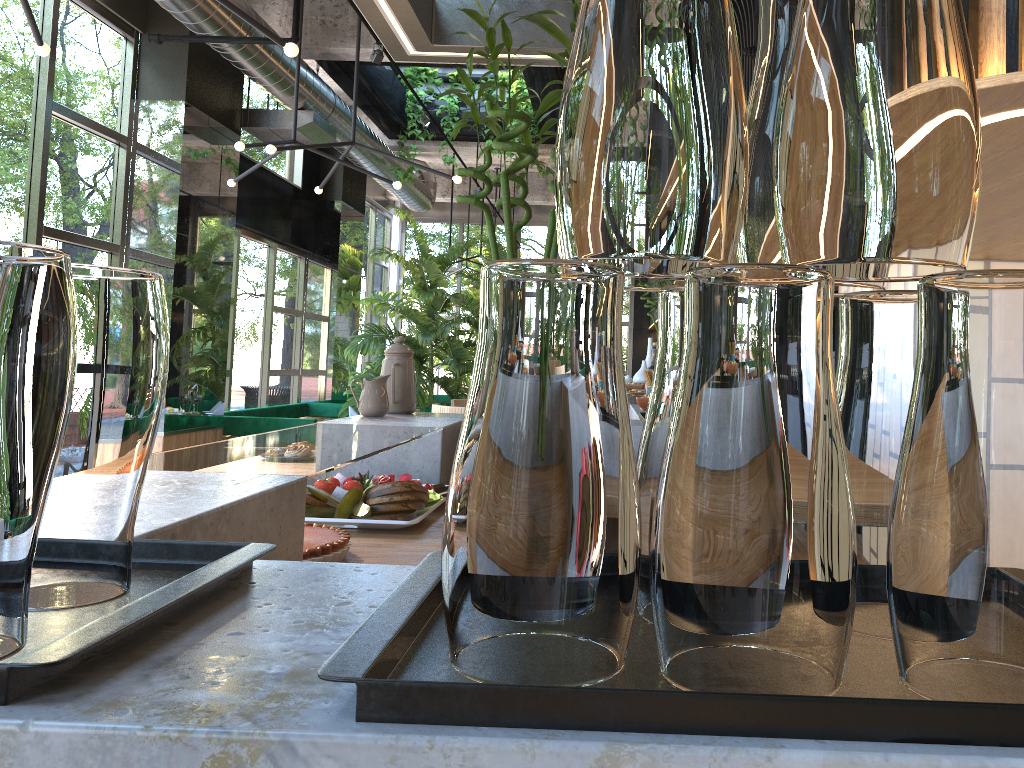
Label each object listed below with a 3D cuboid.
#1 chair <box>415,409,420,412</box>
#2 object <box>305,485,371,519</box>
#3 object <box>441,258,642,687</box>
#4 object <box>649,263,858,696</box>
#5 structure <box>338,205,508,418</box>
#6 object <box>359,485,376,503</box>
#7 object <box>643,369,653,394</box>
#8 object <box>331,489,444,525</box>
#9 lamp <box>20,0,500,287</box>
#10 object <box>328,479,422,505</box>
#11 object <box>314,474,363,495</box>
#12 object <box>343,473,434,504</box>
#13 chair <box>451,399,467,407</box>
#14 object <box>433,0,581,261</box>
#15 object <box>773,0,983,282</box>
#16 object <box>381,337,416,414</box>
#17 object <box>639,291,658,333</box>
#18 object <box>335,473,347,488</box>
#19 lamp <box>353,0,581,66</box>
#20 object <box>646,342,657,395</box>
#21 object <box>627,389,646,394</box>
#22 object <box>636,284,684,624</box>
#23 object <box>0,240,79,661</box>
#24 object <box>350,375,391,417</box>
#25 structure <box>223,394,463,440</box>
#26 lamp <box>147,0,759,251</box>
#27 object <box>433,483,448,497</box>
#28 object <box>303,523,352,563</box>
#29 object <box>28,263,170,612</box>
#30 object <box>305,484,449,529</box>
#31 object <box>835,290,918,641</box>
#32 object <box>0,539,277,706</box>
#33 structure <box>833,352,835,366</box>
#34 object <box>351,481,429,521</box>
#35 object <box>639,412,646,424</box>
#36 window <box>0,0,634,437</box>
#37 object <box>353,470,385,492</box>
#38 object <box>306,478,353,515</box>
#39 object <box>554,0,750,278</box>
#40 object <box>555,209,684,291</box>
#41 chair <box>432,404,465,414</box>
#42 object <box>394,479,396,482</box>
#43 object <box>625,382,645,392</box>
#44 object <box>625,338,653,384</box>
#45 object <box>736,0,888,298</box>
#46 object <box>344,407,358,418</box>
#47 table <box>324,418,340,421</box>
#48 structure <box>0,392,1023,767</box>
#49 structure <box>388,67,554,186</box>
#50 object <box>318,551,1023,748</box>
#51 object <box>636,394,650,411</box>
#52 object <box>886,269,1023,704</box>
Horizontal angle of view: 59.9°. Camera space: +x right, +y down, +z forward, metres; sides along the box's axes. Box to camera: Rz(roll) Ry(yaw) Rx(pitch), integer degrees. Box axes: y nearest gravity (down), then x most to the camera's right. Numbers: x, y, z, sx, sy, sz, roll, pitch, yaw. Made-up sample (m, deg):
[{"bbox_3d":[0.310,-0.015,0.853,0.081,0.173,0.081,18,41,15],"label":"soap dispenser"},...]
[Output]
[{"bbox_3d":[-0.301,0.625,4.377,0.571,0.972,0.522,4,-3,-36],"label":"chair"},{"bbox_3d":[-0.329,0.226,1.651,0.151,0.066,0.097,2,0,0],"label":"object"},{"bbox_3d":[0.018,0.041,0.475,0.106,0.210,0.104,2,-3,-2],"label":"object"},{"bbox_3d":[0.126,0.045,0.463,0.107,0.210,0.103,3,-3,-12],"label":"object"},{"bbox_3d":[-0.905,-0.567,11.458,2.477,3.447,2.613,2,-2,-11],"label":"structure"},{"bbox_3d":[-0.281,0.223,1.762,0.090,0.065,0.135,2,0,13],"label":"object"},{"bbox_3d":[0.577,0.022,3.554,0.103,0.162,0.107,0,-3,38],"label":"object"},{"bbox_3d":[-0.296,0.225,1.837,0.302,0.061,0.410,2,1,-20],"label":"object"},{"bbox_3d":[0.230,-2.269,5.078,5.069,1.827,18.938,2,1,6],"label":"lamp"},{"bbox_3d":[-0.287,0.222,1.840,0.088,0.058,0.341,2,1,18],"label":"object"},{"bbox_3d":[-0.348,0.202,1.749,0.102,0.066,0.069,2,-1,-38],"label":"object"},{"bbox_3d":[-0.250,0.222,1.840,0.182,0.081,0.135,2,0,-4],"label":"object"},{"bbox_3d":[-0.150,0.599,5.941,0.565,0.972,0.528,3,-3,-21],"label":"chair"},{"bbox_3d":[0.080,-0.516,2.392,0.666,1.554,0.589,2,-3,9],"label":"object"},{"bbox_3d":[0.194,-0.163,0.474,0.107,0.210,0.103,3,-3,-12],"label":"object"},{"bbox_3d":[-0.351,-0.028,2.714,0.123,0.235,0.206,3,-2,-27],"label":"object"},{"bbox_3d":[1.146,-0.563,6.475,0.642,1.554,0.610,0,-4,42],"label":"object"},{"bbox_3d":[-0.343,0.219,1.831,0.132,0.071,0.109,2,0,-6],"label":"object"},{"bbox_3d":[1.926,-2.045,4.070,4.997,2.137,6.707,2,1,-2],"label":"lamp"},{"bbox_3d":[0.601,-0.038,3.725,0.071,0.277,0.078,0,-4,40],"label":"object"},{"bbox_3d":[0.826,0.001,5.597,0.208,0.135,0.812,2,1,12],"label":"object"},{"bbox_3d":[0.130,0.043,0.572,0.107,0.210,0.103,3,-3,-12],"label":"object"},{"bbox_3d":[-0.285,0.033,0.451,0.106,0.210,0.104,2,-3,-2],"label":"object"},{"bbox_3d":[-0.395,0.031,2.512,0.098,0.120,0.088,2,-2,12],"label":"object"},{"bbox_3d":[-0.107,0.486,4.674,6.010,1.552,20.151,2,1,6],"label":"structure"},{"bbox_3d":[-0.311,-2.535,9.391,3.783,1.534,10.032,2,1,3],"label":"lamp"},{"bbox_3d":[-0.189,0.237,1.947,0.118,0.035,0.171,2,1,-16],"label":"object"},{"bbox_3d":[-0.399,0.248,1.352,0.287,0.037,0.310,3,1,30],"label":"object"},{"bbox_3d":[-0.280,0.031,0.566,0.106,0.210,0.104,2,-3,-2],"label":"object"},{"bbox_3d":[-0.311,0.246,1.819,0.333,0.025,0.495,2,1,4],"label":"object"},{"bbox_3d":[0.249,0.047,0.571,0.107,0.210,0.103,3,-3,-12],"label":"object"},{"bbox_3d":[-0.404,0.123,0.526,0.436,0.019,0.273,2,1,2],"label":"object"},{"bbox_3d":[2.845,0.490,7.846,0.548,1.599,0.839,2,-3,4],"label":"structure"},{"bbox_3d":[-0.227,0.222,1.708,0.133,0.074,0.198,2,1,4],"label":"object"},{"bbox_3d":[0.529,0.110,2.696,0.272,0.019,0.438,2,1,5],"label":"object"},{"bbox_3d":[-1.121,-2.032,4.837,4.126,6.508,20.399,2,1,6],"label":"window"},{"bbox_3d":[-0.286,0.204,1.747,0.071,0.062,0.084,2,-1,-6],"label":"object"},{"bbox_3d":[-0.401,0.224,1.726,0.194,0.065,0.264,2,1,-9],"label":"object"},{"bbox_3d":[0.078,-0.167,0.487,0.107,0.210,0.103,3,-3,-12],"label":"object"},{"bbox_3d":[0.083,-0.168,0.578,0.107,0.210,0.103,3,-3,-12],"label":"object"},{"bbox_3d":[-0.212,0.612,5.191,0.527,0.972,0.565,1,-3,27],"label":"chair"},{"bbox_3d":[-0.280,0.231,1.921,0.095,0.052,0.123,2,0,-38],"label":"object"},{"bbox_3d":[0.867,0.021,6.219,0.188,0.073,0.232,2,1,24],"label":"object"},{"bbox_3d":[0.965,-0.142,6.470,0.330,0.399,0.305,3,-2,-38],"label":"object"},{"bbox_3d":[0.200,-0.165,0.586,0.107,0.210,0.103,3,-3,-12],"label":"object"},{"bbox_3d":[-1.600,0.303,9.112,0.238,0.139,0.227,2,0,-13],"label":"object"},{"bbox_3d":[-1.365,0.752,9.042,1.142,0.753,1.055,2,0,-28],"label":"table"},{"bbox_3d":[2.193,0.489,3.757,5.828,1.734,7.138,2,1,4],"label":"structure"},{"bbox_3d":[-0.322,-2.951,10.146,2.083,1.521,1.467,2,-1,32],"label":"structure"},{"bbox_3d":[0.144,0.141,0.517,0.436,0.019,0.273,2,1,2],"label":"object"},{"bbox_3d":[0.558,0.070,3.296,0.188,0.073,0.232,2,1,24],"label":"object"},{"bbox_3d":[0.247,0.049,0.454,0.107,0.210,0.103,3,-3,-12],"label":"object"}]
